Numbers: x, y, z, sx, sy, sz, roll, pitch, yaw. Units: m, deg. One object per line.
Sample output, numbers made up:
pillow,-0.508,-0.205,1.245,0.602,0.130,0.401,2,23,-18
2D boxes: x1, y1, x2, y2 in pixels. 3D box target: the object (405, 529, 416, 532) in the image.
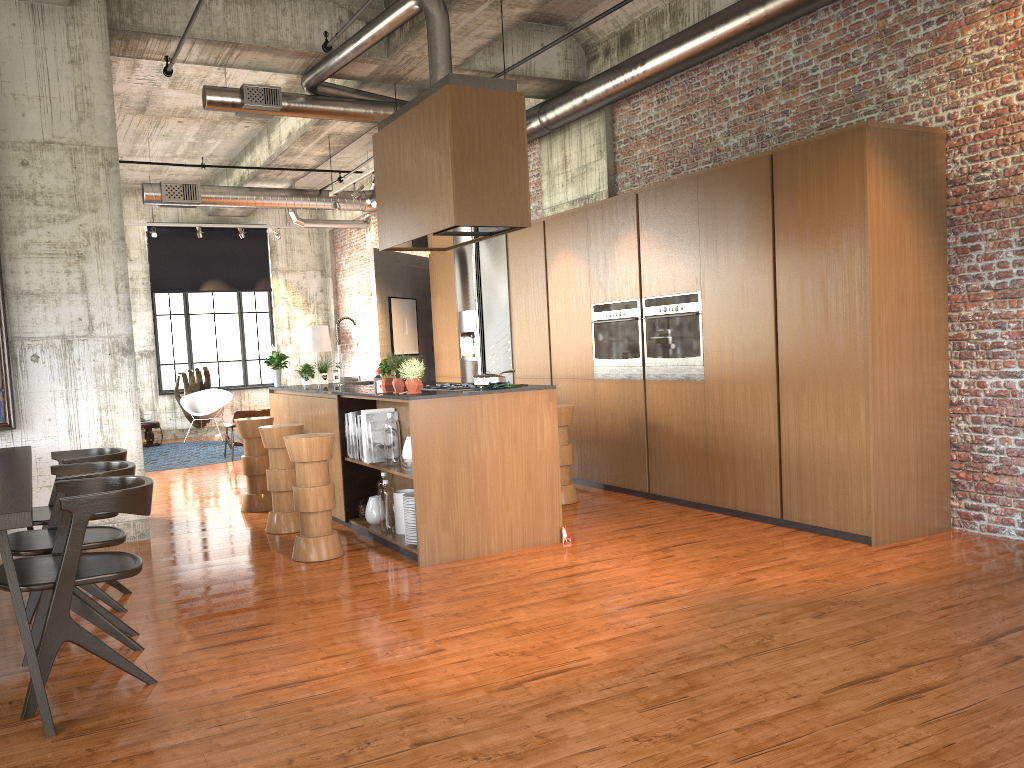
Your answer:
object,-0.679,1.126,6.904,0.314,0.033,0.313,-2,3,24

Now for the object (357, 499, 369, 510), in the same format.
object,-1.286,1.114,7.992,0.216,0.128,0.217,-5,4,-33

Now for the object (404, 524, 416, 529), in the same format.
object,-0.680,1.098,6.902,0.314,0.032,0.313,-2,3,25

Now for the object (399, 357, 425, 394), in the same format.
object,-0.778,-0.069,6.918,0.221,0.284,0.210,-4,4,-20

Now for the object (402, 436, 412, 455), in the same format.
object,-0.795,0.541,7.136,0.181,0.244,0.180,-2,4,19

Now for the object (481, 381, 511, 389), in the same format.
object,-0.140,0.003,7.001,0.185,0.068,0.390,-2,3,18

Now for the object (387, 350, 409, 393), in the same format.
object,-0.914,-0.112,7.114,0.196,0.368,0.186,-2,4,12

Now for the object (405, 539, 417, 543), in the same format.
object,-0.674,1.210,6.911,0.314,0.034,0.313,-2,3,26

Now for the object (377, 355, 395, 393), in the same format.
object,-1.034,-0.087,7.327,0.178,0.312,0.172,-5,4,-22

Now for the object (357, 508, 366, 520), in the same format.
object,-1.283,1.168,7.997,0.216,0.105,0.216,-4,3,-18

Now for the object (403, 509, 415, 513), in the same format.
object,-0.687,0.976,6.893,0.314,0.032,0.313,-2,3,25

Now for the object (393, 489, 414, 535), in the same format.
object,-0.868,1.057,7.336,0.208,0.342,0.208,-2,4,20

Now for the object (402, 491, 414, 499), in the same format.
object,-0.692,0.867,6.885,0.314,0.032,0.313,-2,3,30

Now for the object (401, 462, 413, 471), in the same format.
object,-0.786,0.636,6.896,0.154,0.075,0.154,-5,4,-41

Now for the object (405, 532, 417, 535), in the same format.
object,-0.677,1.153,6.906,0.314,0.031,0.314,-5,3,-36

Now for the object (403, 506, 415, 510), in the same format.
object,-0.688,0.952,6.891,0.314,0.033,0.313,-3,3,7

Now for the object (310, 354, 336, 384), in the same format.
object,-2.220,-0.194,10.436,0.305,0.382,0.361,-3,3,6

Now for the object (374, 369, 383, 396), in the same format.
object,-1.041,-0.015,6.887,0.056,0.209,0.056,-5,5,-28

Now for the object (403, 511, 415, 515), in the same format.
object,-0.686,0.988,6.894,0.314,0.032,0.313,-2,3,30

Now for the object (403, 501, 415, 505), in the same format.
object,-0.689,0.918,6.889,0.314,0.034,0.313,-2,3,26

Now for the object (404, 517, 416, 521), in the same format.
object,-0.683,1.039,6.898,0.314,0.034,0.313,-2,3,26

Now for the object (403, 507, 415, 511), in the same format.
object,-0.687,0.964,6.892,0.314,0.034,0.313,-2,3,26

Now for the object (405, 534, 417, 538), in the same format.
object,-0.676,1.177,6.908,0.314,0.029,0.313,-2,3,25

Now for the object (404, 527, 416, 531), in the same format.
object,-0.680,1.113,6.903,0.314,0.032,0.313,-2,3,30

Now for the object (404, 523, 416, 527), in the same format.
object,-0.681,1.085,6.901,0.314,0.034,0.313,-2,3,26

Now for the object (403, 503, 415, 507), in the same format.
object,-0.689,0.930,6.890,0.314,0.029,0.313,-2,3,25

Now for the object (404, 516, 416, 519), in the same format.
object,-0.684,1.028,6.897,0.314,0.031,0.314,-5,3,-36

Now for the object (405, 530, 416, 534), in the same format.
object,-0.678,1.140,6.905,0.314,0.030,0.313,-2,3,25

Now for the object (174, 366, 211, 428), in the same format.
object,-6.617,0.294,18.416,0.727,1.299,0.455,-4,4,-17

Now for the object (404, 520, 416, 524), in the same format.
object,-0.682,1.063,6.900,0.314,0.032,0.313,-3,3,9

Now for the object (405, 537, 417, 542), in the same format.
object,-0.675,1.199,6.910,0.314,0.033,0.313,-3,3,7

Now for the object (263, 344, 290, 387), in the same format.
object,-2.691,-0.215,10.147,0.268,0.503,0.303,-2,4,14

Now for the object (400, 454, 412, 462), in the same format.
object,-0.788,0.597,6.892,0.154,0.092,0.155,-5,4,-33

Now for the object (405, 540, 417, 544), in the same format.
object,-0.674,1.223,6.911,0.314,0.032,0.313,-2,3,25

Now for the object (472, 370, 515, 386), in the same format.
object,-0.149,-0.055,7.561,0.331,0.121,0.728,-3,3,7

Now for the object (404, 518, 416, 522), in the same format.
object,-0.683,1.052,6.899,0.314,0.029,0.313,-2,3,25

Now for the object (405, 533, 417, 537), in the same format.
object,-0.677,1.164,6.907,0.314,0.034,0.313,-2,3,26

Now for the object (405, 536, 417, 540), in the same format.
object,-0.676,1.188,6.909,0.314,0.032,0.313,-3,3,9

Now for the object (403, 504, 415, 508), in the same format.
object,-0.688,0.941,6.891,0.314,0.032,0.313,-3,3,9

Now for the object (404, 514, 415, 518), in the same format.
object,-0.685,1.015,6.896,0.314,0.030,0.313,-2,3,25

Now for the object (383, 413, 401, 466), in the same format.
object,-0.986,0.451,7.276,0.137,0.433,0.137,-4,4,-17

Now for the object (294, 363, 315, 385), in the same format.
object,-2.404,-0.119,10.364,0.236,0.258,0.231,-2,4,10

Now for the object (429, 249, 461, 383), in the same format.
object,-0.555,-0.452,12.932,0.858,3.052,0.909,-5,5,-28

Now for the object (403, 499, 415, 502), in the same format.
object,-0.691,0.893,6.887,0.314,0.030,0.313,-2,3,25

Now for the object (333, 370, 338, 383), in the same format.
object,-2.065,-0.092,10.499,0.107,0.158,0.107,-2,4,7

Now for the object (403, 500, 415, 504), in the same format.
object,-0.690,0.906,6.888,0.314,0.031,0.313,-1,3,31

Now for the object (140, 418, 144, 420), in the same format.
object,-7.651,0.781,17.958,0.423,0.153,0.381,-4,3,-28

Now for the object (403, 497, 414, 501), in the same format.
object,-0.692,0.880,6.886,0.314,0.033,0.313,-2,3,24

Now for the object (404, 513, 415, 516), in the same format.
object,-0.685,1.001,6.895,0.314,0.033,0.313,-2,3,24

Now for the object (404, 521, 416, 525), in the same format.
object,-0.682,1.074,6.900,0.314,0.033,0.313,-3,3,7
